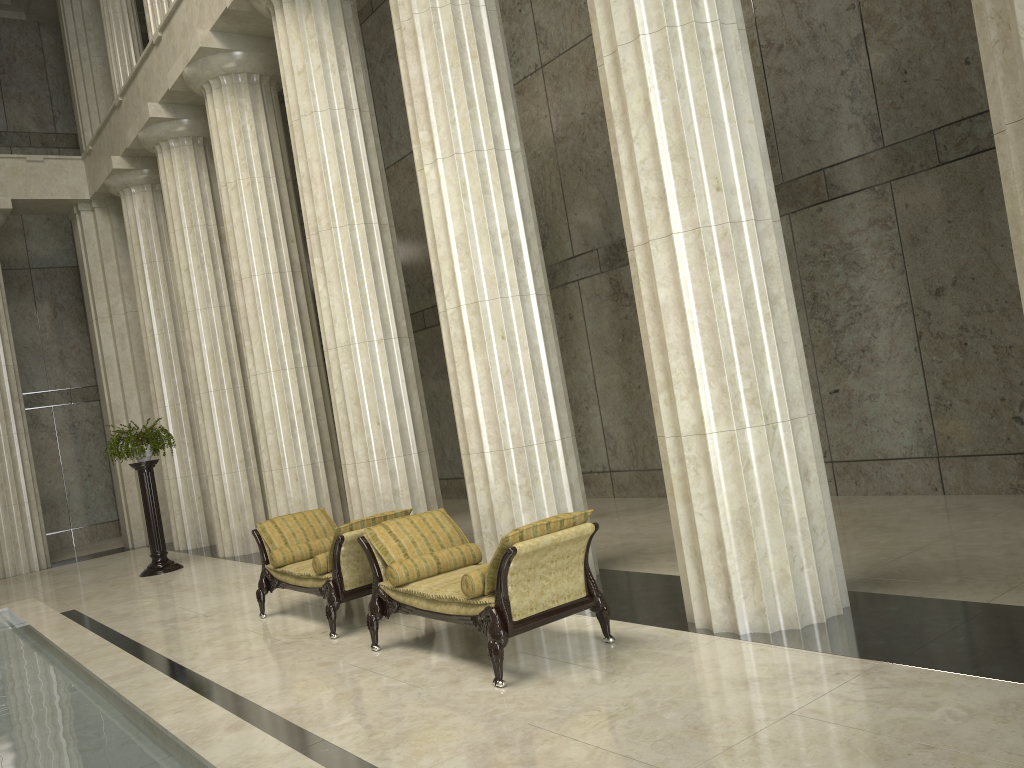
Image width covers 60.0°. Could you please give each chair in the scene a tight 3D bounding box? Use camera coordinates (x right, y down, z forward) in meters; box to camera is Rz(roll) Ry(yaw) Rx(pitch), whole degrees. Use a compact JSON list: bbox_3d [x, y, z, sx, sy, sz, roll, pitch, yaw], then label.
[{"bbox_3d":[-0.275,1.451,6.485,0.993,0.950,2.172,-9,-1,-36],"label":"chair"},{"bbox_3d":[-1.709,1.721,8.476,0.993,0.950,2.172,-9,-1,-36],"label":"chair"}]

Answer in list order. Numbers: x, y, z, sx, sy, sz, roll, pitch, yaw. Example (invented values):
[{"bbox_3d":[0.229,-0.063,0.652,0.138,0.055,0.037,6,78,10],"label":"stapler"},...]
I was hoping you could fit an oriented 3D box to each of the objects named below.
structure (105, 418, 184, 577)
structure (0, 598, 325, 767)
[{"bbox_3d":[-5.619,1.727,13.737,1.053,2.386,1.159,-9,-1,-31],"label":"structure"},{"bbox_3d":[-3.904,2.448,4.994,3.754,0.508,11.573,-9,-1,-36],"label":"structure"}]
